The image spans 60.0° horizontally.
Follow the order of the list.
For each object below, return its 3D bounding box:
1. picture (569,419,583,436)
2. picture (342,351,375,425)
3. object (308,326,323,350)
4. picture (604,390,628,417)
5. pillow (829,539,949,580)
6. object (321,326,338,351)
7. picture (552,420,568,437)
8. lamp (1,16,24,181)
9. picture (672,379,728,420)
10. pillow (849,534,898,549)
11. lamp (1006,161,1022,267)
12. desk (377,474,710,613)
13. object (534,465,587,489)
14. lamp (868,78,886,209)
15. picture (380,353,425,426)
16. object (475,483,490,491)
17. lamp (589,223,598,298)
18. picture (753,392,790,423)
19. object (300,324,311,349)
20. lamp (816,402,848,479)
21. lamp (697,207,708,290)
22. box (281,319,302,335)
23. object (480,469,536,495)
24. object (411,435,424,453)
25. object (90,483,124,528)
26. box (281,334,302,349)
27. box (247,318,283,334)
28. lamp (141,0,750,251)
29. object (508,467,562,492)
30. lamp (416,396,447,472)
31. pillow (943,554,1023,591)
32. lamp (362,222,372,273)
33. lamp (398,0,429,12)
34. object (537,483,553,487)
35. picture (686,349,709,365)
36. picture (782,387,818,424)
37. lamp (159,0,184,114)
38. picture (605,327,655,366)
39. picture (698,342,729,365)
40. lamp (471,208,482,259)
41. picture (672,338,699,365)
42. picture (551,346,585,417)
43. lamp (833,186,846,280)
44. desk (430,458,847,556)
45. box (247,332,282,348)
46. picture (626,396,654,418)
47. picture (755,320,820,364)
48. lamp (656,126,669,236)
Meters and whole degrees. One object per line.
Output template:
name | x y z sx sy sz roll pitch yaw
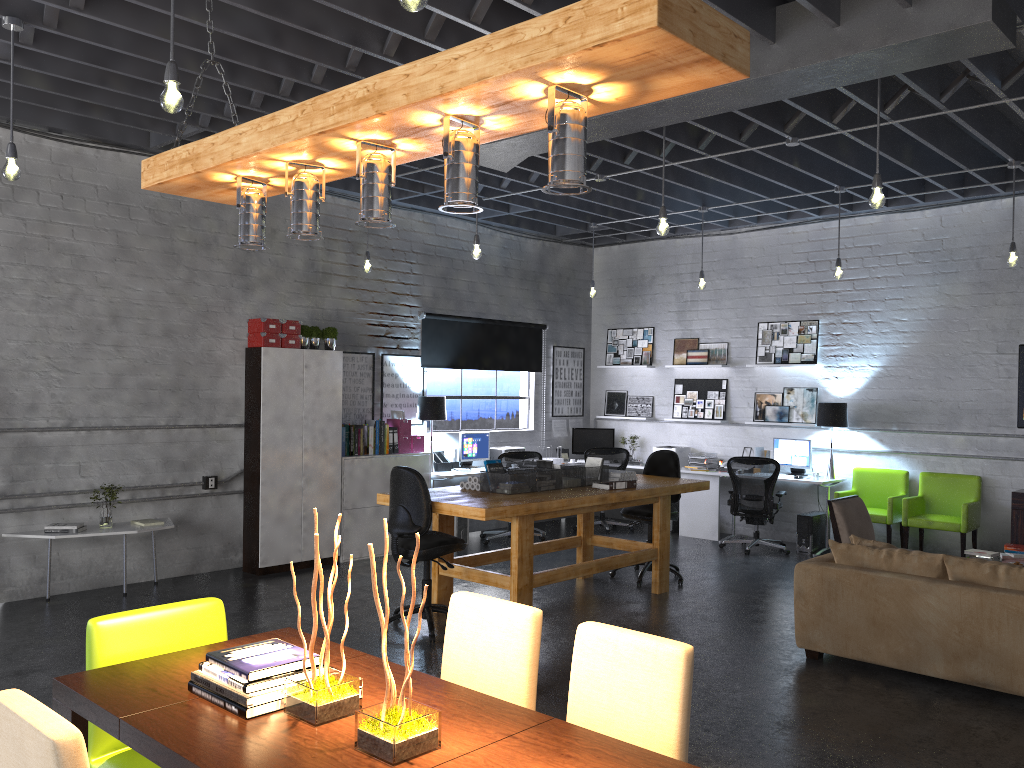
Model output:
picture | 0.871 0.588 11.939 0.036 0.221 0.289 1 0 43
picture | -1.670 0.057 9.189 0.020 0.780 0.606 1 1 43
object | -1.896 -0.441 8.488 0.169 0.240 0.171 1 0 -8
picture | 1.388 0.258 11.861 0.355 0.343 0.042 1 0 43
pillow | 2.384 1.205 5.569 0.704 0.402 0.291 1 0 43
object | -1.761 -0.438 8.565 0.169 0.240 0.171 1 0 42
picture | 0.635 0.582 11.683 0.036 0.221 0.289 1 0 43
lamp | -2.737 -1.551 4.853 0.104 0.878 0.104 1 1 -29
picture | 2.322 0.187 10.987 0.749 0.503 0.058 1 0 43
pillow | 2.426 1.206 5.819 0.319 0.403 0.523 1 0 -28
lamp | 4.214 -1.423 7.451 0.104 0.878 0.104 1 1 -4
desk | 0.370 1.290 7.164 1.115 0.926 2.832 1 0 43
object | 0.388 0.749 7.168 0.316 0.156 0.306 1 0 43
lamp | 2.159 -1.471 5.227 0.104 0.878 0.104 1 1 -4
picture | -1.193 0.068 9.704 0.020 0.780 0.606 1 1 43
object | -0.044 0.790 6.981 0.058 0.057 0.635 1 0 43
lamp | 0.957 -1.454 10.461 0.104 0.878 0.104 1 1 43
picture | 3.025 0.272 10.332 0.452 0.345 0.054 1 0 43
object | -1.977 -0.443 8.360 0.171 0.240 0.169 1 0 -18
lamp | 3.478 0.618 9.643 0.333 0.832 0.333 1 0 4
lamp | 2.033 -1.444 9.467 0.104 0.878 0.104 1 1 43
box | -2.111 -0.522 8.229 0.268 0.133 0.206 1 0 43
object | -0.030 0.739 6.716 0.316 0.156 0.306 1 0 43
object | -1.071 0.637 9.487 0.214 0.177 0.161 1 0 43
object | -3.264 0.982 7.153 0.271 0.363 0.297 1 0 -12
box | -2.113 -0.392 8.229 0.270 0.131 0.206 1 0 43
box | -2.252 -0.524 8.075 0.270 0.131 0.206 1 0 43
lamp | -0.378 -1.365 2.490 2.129 1.841 0.367 1 0 43
object | 0.179 0.744 6.942 0.316 0.156 0.306 1 0 43
lamp | -0.887 0.550 9.746 0.333 0.832 0.333 1 0 4
pillow | 2.880 1.209 5.111 0.666 0.402 0.291 1 0 43
lamp | -1.383 -1.504 8.501 0.104 0.878 0.104 1 1 43
lamp | -0.282 -1.528 2.585 0.104 0.878 0.104 1 1 -27
object | 0.173 0.778 6.944 0.234 0.022 0.185 1 0 36
picture | 2.298 -0.328 10.997 0.311 0.196 0.029 1 0 43
picture | 3.279 0.243 10.110 0.410 0.408 0.047 1 0 43
lamp | -1.375 -1.538 3.595 0.104 0.878 0.104 1 1 -29
picture | 1.548 -0.489 11.705 0.749 0.503 0.058 1 0 43
picture | 2.460 -0.367 10.869 0.410 0.277 0.036 1 0 43
lamp | -0.295 -1.494 7.496 0.104 0.878 0.104 1 1 43
picture | 2.180 -0.402 11.132 0.355 0.343 0.042 1 0 43
picture | 0.752 -0.029 11.805 0.020 0.935 0.658 1 1 43
lamp | 3.122 -1.434 8.461 0.104 0.878 0.104 1 1 43
desk | 1.251 1.392 9.766 3.574 0.785 3.299 1 0 43
box | -2.254 -0.395 8.076 0.270 0.131 0.206 1 0 43
picture | 1.668 0.294 11.598 0.410 0.277 0.036 1 0 43
picture | 3.163 -0.474 10.213 0.749 0.503 0.058 1 0 43
lamp | 1.067 -1.481 6.237 0.104 0.878 0.104 1 1 43
